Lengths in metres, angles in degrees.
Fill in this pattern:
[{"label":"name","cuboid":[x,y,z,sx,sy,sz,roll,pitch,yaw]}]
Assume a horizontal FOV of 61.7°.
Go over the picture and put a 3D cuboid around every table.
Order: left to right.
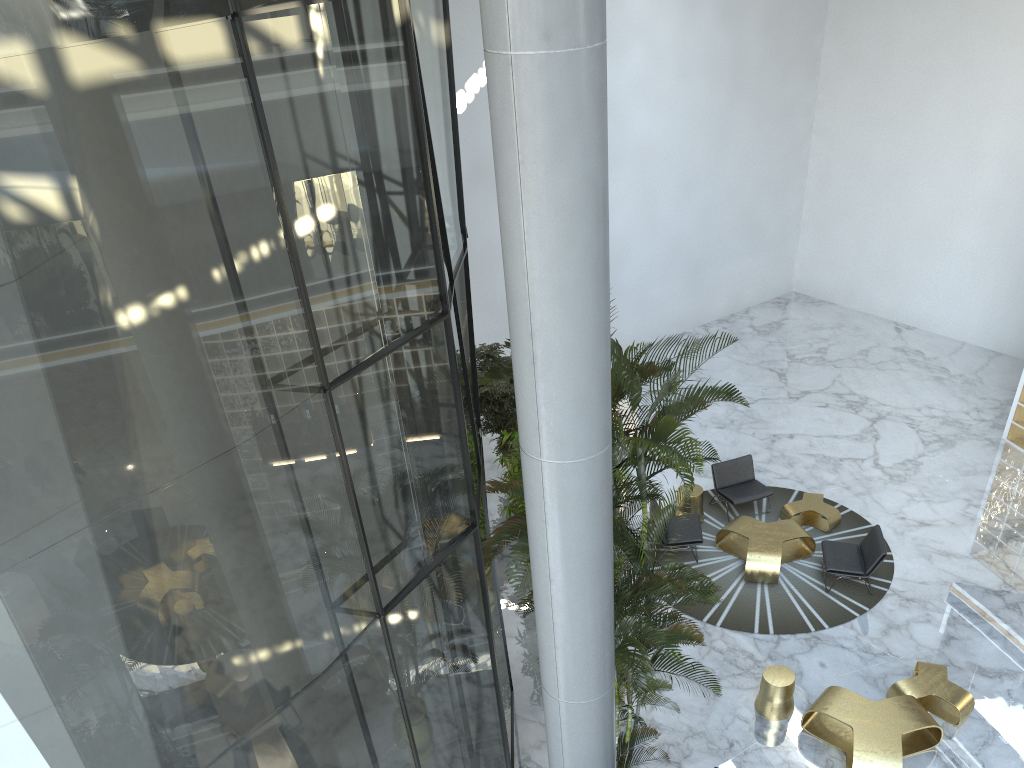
[{"label":"table","cuboid":[2.615,1.776,12.615,0.445,0.574,0.409,8,35,19]},{"label":"table","cuboid":[3.464,2.263,11.757,1.344,0.461,1.051,4,31,14]},{"label":"table","cuboid":[2.978,3.460,9.647,0.434,0.568,0.392,5,34,15]},{"label":"table","cuboid":[4.388,1.877,12.466,0.824,0.314,0.682,-26,37,-33]},{"label":"table","cuboid":[3.817,3.767,9.073,1.435,0.492,1.122,4,31,14]},{"label":"table","cuboid":[4.740,3.486,9.615,0.880,0.335,0.729,-26,37,-33]}]

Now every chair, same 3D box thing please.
[{"label":"chair","cuboid":[2.285,2.046,11.985,0.724,0.768,0.632,-1,33,6]},{"label":"chair","cuboid":[3.395,1.553,12.709,0.717,0.768,0.639,-15,34,-15]},{"label":"chair","cuboid":[4.463,2.295,11.258,0.721,0.768,0.635,2,33,10]}]

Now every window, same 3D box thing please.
[{"label":"window","cuboid":[-3.370,1.619,5.059,4.102,9.183,13.748,10,34,21]}]

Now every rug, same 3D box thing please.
[{"label":"rug","cuboid":[3.513,2.362,12.065,3.357,0.021,3.263,15,35,30]}]

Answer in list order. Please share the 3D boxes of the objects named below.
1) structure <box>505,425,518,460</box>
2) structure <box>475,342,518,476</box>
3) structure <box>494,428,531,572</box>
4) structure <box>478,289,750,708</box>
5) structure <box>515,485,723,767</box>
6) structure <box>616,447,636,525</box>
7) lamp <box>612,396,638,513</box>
[{"label":"structure","cuboid":[0.625,0.929,13.038,1.350,1.935,1.151,-19,36,-21]},{"label":"structure","cuboid":[0.075,0.383,13.336,1.648,2.661,2.053,21,41,34]},{"label":"structure","cuboid":[0.376,1.432,11.015,1.137,3.089,0.915,-7,34,-3]},{"label":"structure","cuboid":[0.999,1.497,8.571,2.432,5.305,2.206,-3,34,3]},{"label":"structure","cuboid":[0.943,2.715,7.506,1.642,4.247,1.786,-1,34,6]},{"label":"structure","cuboid":[1.187,1.664,11.585,0.975,2.016,0.801,-2,34,4]},{"label":"lamp","cuboid":[1.440,1.105,12.654,0.833,1.903,0.734,-14,35,-14]}]
